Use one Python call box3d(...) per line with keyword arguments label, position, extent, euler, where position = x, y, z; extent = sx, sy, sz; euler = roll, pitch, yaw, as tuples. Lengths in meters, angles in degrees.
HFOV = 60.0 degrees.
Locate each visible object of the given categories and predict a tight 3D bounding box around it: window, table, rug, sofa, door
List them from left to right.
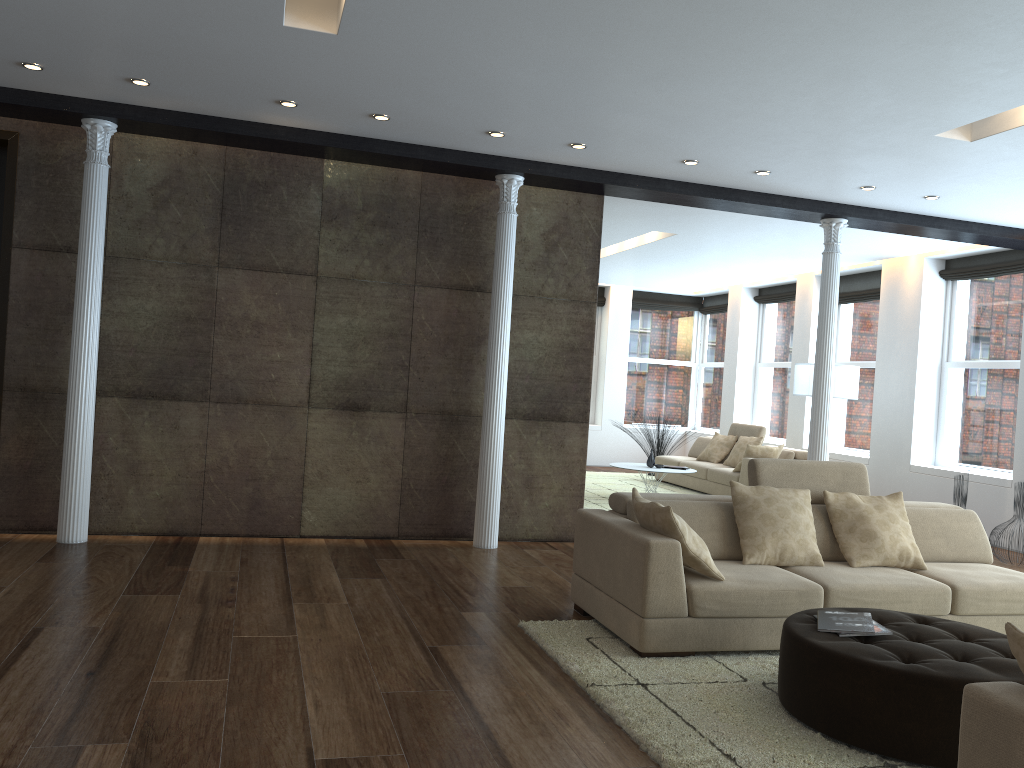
box3d(label="door", position=(-4.077, -0.391, 6.300), extent=(1.000, 2.814, 0.510), euler=(4, 0, -16))
box3d(label="window", position=(0.781, -0.477, 14.833), extent=(1.420, 2.400, 0.123), euler=(4, 0, -16))
box3d(label="rug", position=(1.658, 1.382, 11.427), extent=(2.972, 0.020, 4.231), euler=(4, 0, -16))
box3d(label="table", position=(1.641, 1.177, 10.425), extent=(1.022, 0.393, 1.022), euler=(4, 0, 28))
box3d(label="window", position=(2.554, -0.360, 15.333), extent=(1.474, 2.400, 0.123), euler=(4, 0, -16))
box3d(label="sofa", position=(2.908, 0.999, 11.755), extent=(1.018, 0.950, 2.581), euler=(4, 0, -16))
box3d(label="window", position=(3.990, -0.260, 13.052), extent=(0.123, 2.400, 1.444), euler=(4, 0, -16))
box3d(label="window", position=(7.678, 0.577, 22.410), extent=(34.761, 17.917, 13.698), euler=(4, 0, -16))
box3d(label="sofa", position=(1.734, 0.933, 5.054), extent=(2.581, 0.950, 1.021), euler=(4, 0, -16))
box3d(label="window", position=(4.482, -0.224, 11.326), extent=(0.123, 2.400, 1.345), euler=(4, 0, -16))
box3d(label="window", position=(5.049, -0.183, 9.338), extent=(0.123, 2.400, 1.391), euler=(4, 0, -16))
box3d(label="rug", position=(2.476, 1.450, 3.910), extent=(4.231, 0.020, 2.972), euler=(4, 0, -16))
box3d(label="sofa", position=(2.542, 0.991, 2.221), extent=(2.581, 0.950, 1.021), euler=(4, 0, -16))

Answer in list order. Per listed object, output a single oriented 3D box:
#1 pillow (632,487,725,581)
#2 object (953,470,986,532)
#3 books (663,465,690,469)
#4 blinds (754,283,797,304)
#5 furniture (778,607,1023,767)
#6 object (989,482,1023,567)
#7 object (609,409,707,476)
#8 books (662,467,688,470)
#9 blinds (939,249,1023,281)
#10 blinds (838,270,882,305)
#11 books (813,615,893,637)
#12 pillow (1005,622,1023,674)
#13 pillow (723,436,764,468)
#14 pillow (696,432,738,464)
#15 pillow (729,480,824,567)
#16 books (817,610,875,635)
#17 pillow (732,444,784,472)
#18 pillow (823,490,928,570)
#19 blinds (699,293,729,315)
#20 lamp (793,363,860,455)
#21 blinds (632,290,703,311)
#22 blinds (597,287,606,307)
box3d(label="pillow", position=(0.829, 0.765, 4.559), extent=(0.395, 0.393, 0.518), euler=(4, 0, -12))
box3d(label="object", position=(4.114, 1.170, 8.156), extent=(0.458, 0.781, 0.458), euler=(4, 0, -17))
box3d(label="books", position=(1.932, 0.984, 10.510), extent=(0.300, 0.010, 0.220), euler=(4, 0, -1))
box3d(label="blinds", position=(4.003, -1.335, 13.030), extent=(0.156, 0.275, 1.442), euler=(4, 0, -16))
box3d(label="furniture", position=(1.649, 1.208, 3.645), extent=(1.057, 0.355, 1.057), euler=(4, 0, -14))
box3d(label="object", position=(4.451, 1.193, 7.768), extent=(0.458, 0.781, 0.458), euler=(4, 0, -17))
box3d(label="object", position=(2.211, 0.899, 13.439), extent=(1.119, 1.014, 1.125), euler=(4, 0, -30))
box3d(label="books", position=(1.923, 0.993, 10.486), extent=(0.300, 0.010, 0.220), euler=(4, 0, 19))
box3d(label="blinds", position=(5.061, -1.258, 9.319), extent=(0.156, 0.275, 1.396), euler=(4, 0, -16))
box3d(label="blinds", position=(4.490, -1.241, 11.308), extent=(0.156, 0.393, 1.342), euler=(4, 0, -16))
box3d(label="books", position=(1.433, 1.015, 3.745), extent=(0.219, 0.031, 0.300), euler=(4, 0, -1))
box3d(label="pillow", position=(1.514, 0.815, 2.157), extent=(0.395, 0.393, 0.518), euler=(4, 0, -19))
box3d(label="pillow", position=(2.998, 0.875, 11.514), extent=(0.301, 0.439, 0.534), euler=(4, 0, -20))
box3d(label="pillow", position=(2.814, 0.872, 12.111), extent=(0.368, 0.416, 0.519), euler=(4, 0, -20))
box3d(label="pillow", position=(1.495, 0.787, 4.997), extent=(0.534, 0.439, 0.301), euler=(4, 0, -12))
box3d(label="books", position=(1.409, 1.006, 3.753), extent=(0.220, 0.040, 0.301), euler=(4, 0, 19))
box3d(label="pillow", position=(2.977, 0.897, 10.718), extent=(0.518, 0.393, 0.395), euler=(4, 0, -19))
box3d(label="pillow", position=(2.097, 0.837, 5.157), extent=(0.519, 0.416, 0.368), euler=(4, 0, -11))
box3d(label="blinds", position=(3.503, -1.346, 14.777), extent=(0.156, 0.327, 1.377), euler=(4, 0, -16))
box3d(label="lamp", position=(3.506, 0.648, 10.026), extent=(0.698, 1.728, 0.698), euler=(4, 0, 8))
box3d(label="blinds", position=(2.634, -1.412, 15.244), extent=(1.442, 0.312, 0.155), euler=(4, 0, -16))
box3d(label="blinds", position=(0.874, -1.503, 14.740), extent=(1.422, 0.363, 0.156), euler=(4, 0, -16))
